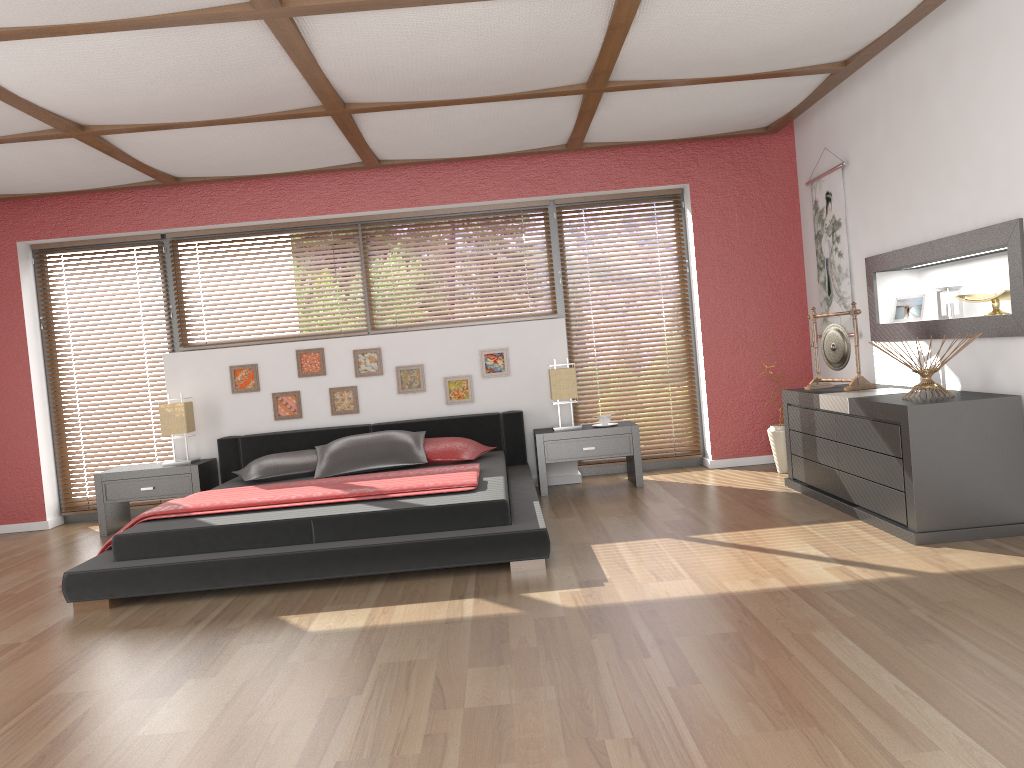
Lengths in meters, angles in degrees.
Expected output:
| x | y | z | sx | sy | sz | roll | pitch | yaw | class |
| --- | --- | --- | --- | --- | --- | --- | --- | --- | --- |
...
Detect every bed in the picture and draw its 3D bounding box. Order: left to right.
| x | y | z | sx | sy | sz | roll | pitch | yaw | class |
| --- | --- | --- | --- | --- | --- | --- | --- | --- | --- |
| -1.091 | 0.616 | 5.164 | 2.469 | 0.577 | 2.413 | -5 | 2 | -1 | bed |

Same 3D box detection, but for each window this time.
| x | y | z | sx | sy | sz | roll | pitch | yaw | class |
| --- | --- | --- | --- | --- | --- | --- | --- | --- | --- |
| -3.002 | -0.089 | 6.707 | 0.889 | 1.893 | 0.020 | -5 | 2 | -1 | window |
| -1.106 | -0.804 | 6.715 | 2.817 | 0.786 | 0.020 | -5 | 2 | -1 | window |
| 0.883 | -0.438 | 6.763 | 0.889 | 1.893 | 0.020 | -5 | 2 | -1 | window |

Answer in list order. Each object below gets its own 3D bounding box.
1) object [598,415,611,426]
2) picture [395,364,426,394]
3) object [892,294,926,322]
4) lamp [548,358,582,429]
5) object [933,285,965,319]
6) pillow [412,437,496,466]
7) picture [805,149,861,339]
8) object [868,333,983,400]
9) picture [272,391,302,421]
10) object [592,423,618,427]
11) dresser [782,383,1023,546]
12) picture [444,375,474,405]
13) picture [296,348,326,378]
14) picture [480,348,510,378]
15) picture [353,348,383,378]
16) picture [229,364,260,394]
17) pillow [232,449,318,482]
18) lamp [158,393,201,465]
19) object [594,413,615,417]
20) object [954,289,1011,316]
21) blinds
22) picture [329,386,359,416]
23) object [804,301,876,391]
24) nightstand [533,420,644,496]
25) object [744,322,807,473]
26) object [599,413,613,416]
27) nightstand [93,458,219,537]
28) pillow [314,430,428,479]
| x | y | z | sx | sy | sz | roll | pitch | yaw | class |
| --- | --- | --- | --- | --- | --- | --- | --- | --- | --- |
| 0.641 | 0.252 | 6.127 | 0.099 | 0.069 | 0.099 | -4 | 2 | 24 | object |
| -0.731 | -0.035 | 6.394 | 0.200 | 0.200 | 0.010 | -5 | 2 | -1 | picture |
| 2.317 | -0.441 | 5.181 | 0.041 | 0.146 | 0.226 | -6 | 2 | -21 | object |
| 0.363 | 0.062 | 6.211 | 0.200 | 0.480 | 0.200 | -5 | 2 | -1 | lamp |
| 2.357 | -0.437 | 4.777 | 0.159 | 0.171 | 0.159 | -7 | 3 | -42 | object |
| -0.520 | 0.449 | 5.888 | 0.745 | 0.172 | 0.418 | -4 | 2 | 18 | pillow |
| 2.135 | -0.944 | 5.942 | 0.028 | 1.270 | 0.701 | -5 | 2 | -1 | picture |
| 1.933 | -0.078 | 4.140 | 0.481 | 0.282 | 0.481 | -7 | 3 | -35 | object |
| -1.619 | 0.156 | 6.385 | 0.200 | 0.200 | 0.010 | -5 | 2 | -1 | picture |
| 0.644 | 0.285 | 6.128 | 0.179 | 0.012 | 0.179 | -4 | 2 | 24 | object |
| 1.974 | 0.343 | 4.704 | 0.540 | 0.608 | 1.740 | -5 | 2 | -1 | dresser |
| -0.385 | 0.042 | 6.403 | 0.200 | 0.200 | 0.010 | -5 | 2 | -1 | picture |
| -1.446 | -0.153 | 6.378 | 0.200 | 0.200 | 0.010 | -5 | 2 | -1 | picture |
| -0.125 | -0.151 | 6.401 | 0.200 | 0.200 | 0.010 | -5 | 2 | -1 | picture |
| -1.036 | -0.154 | 6.385 | 0.200 | 0.200 | 0.010 | -5 | 2 | -1 | picture |
| -1.921 | -0.038 | 6.373 | 0.200 | 0.200 | 0.010 | -5 | 2 | -1 | picture |
| -1.427 | 0.533 | 5.821 | 0.745 | 0.172 | 0.418 | -6 | 2 | -26 | pillow |
| -2.324 | 0.303 | 6.173 | 0.200 | 0.480 | 0.200 | -5 | 2 | -1 | lamp |
| 0.634 | 0.215 | 6.109 | 0.192 | 0.007 | 0.007 | -6 | 2 | -31 | object |
| 2.351 | -0.391 | 4.310 | 0.181 | 0.116 | 0.350 | -5 | 2 | -11 | object |
| -1.057 | -0.226 | 6.668 | 4.840 | 1.952 | 0.032 | -5 | 2 | -1 | blinds |
| -1.210 | 0.120 | 6.391 | 0.200 | 0.200 | 0.010 | -5 | 2 | -1 | picture |
| 1.893 | -0.219 | 5.183 | 0.173 | 0.498 | 0.490 | -6 | 2 | -16 | object |
| 0.523 | 0.512 | 6.189 | 0.700 | 0.423 | 0.413 | -5 | 2 | -1 | nightstand |
| 1.778 | 0.096 | 6.077 | 0.422 | 1.035 | 0.364 | -6 | 2 | -26 | object |
| 0.641 | 0.214 | 6.131 | 0.192 | 0.007 | 0.007 | -7 | 3 | -36 | object |
| -2.441 | 0.778 | 6.147 | 0.700 | 0.423 | 0.413 | -5 | 2 | -1 | nightstand |
| -0.920 | 0.438 | 5.740 | 0.744 | 0.241 | 0.386 | -5 | 2 | -5 | pillow |
